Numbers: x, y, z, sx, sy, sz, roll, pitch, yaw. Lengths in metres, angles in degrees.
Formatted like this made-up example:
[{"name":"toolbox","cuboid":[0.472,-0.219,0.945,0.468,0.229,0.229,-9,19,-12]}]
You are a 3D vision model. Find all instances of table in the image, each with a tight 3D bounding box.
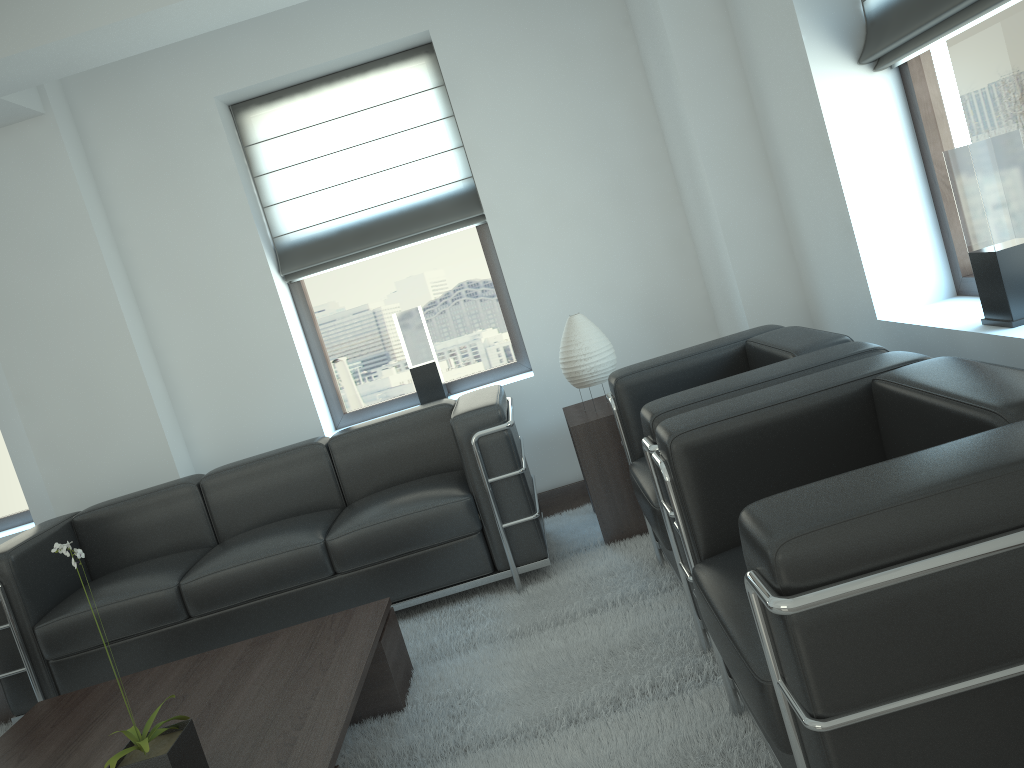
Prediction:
[{"name":"table","cuboid":[0.736,0.545,5.978,0.526,0.842,0.789,-17,6,2]},{"name":"table","cuboid":[-1.493,1.719,3.701,1.935,0.440,1.927,-17,7,2]},{"name":"table","cuboid":[-3.547,1.844,6.080,0.526,0.842,0.789,-17,6,2]}]

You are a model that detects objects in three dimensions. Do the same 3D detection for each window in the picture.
[{"name":"window","cuboid":[-4.969,0.019,7.344,1.700,2.724,0.146,-17,5,1]},{"name":"window","cuboid":[-1.041,-1.171,7.249,1.700,2.724,0.146,-17,5,1]},{"name":"window","cuboid":[2.081,-1.661,3.602,0.146,2.724,2.139,-17,6,2]}]

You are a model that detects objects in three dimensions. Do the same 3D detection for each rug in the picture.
[{"name":"rug","cuboid":[-1.100,1.742,4.131,6.250,0.110,5.186,-17,7,2]}]

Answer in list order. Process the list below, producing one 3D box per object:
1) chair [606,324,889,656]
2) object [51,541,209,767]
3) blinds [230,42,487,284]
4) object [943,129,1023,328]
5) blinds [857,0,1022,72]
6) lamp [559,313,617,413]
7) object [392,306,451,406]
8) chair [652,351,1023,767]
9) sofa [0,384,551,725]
[{"name":"chair","cuboid":[1.180,0.430,4.404,1.123,1.167,1.651,-17,6,2]},{"name":"object","cuboid":[-1.386,1.005,3.140,0.252,0.989,0.336,-17,5,2]},{"name":"blinds","cuboid":[-1.218,-1.749,7.033,1.686,1.472,0.223,-17,5,1]},{"name":"object","cuboid":[2.068,-0.648,3.739,0.238,0.774,0.244,-17,5,2]},{"name":"blinds","cuboid":[1.737,-2.208,3.546,0.222,1.472,2.130,-17,6,2]},{"name":"lamp","cuboid":[0.503,-0.150,5.850,0.373,0.653,0.377,-14,7,31]},{"name":"object","cuboid":[-0.728,-0.221,7.102,0.238,0.774,0.244,-17,5,2]},{"name":"chair","cuboid":[1.180,0.644,2.727,1.123,1.167,1.651,-17,6,2]},{"name":"sofa","cuboid":[-1.527,1.083,5.784,3.475,1.167,1.127,-17,6,1]}]
